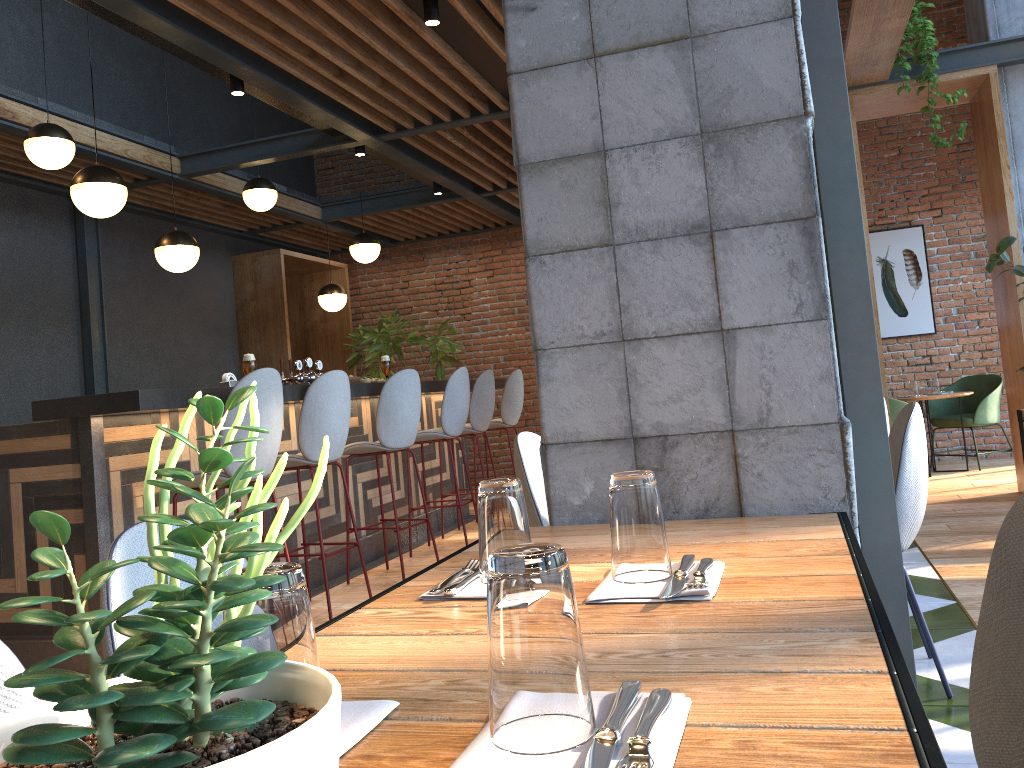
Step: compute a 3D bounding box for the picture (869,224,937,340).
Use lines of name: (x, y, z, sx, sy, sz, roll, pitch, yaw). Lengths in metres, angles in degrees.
picture: (3.778, -1.002, 8.841, 0.724, 1.098, 0.022, -6, -4, 17)

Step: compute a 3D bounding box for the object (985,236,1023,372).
object: (3.656, -0.132, 5.437, 1.064, 1.778, 1.014, -5, -3, -14)

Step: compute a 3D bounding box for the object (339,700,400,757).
object: (-0.198, 0.281, 0.713, 0.157, 0.019, 0.242, -6, -1, 18)

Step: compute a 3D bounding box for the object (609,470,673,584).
object: (0.166, 0.187, 1.177, 0.080, 0.138, 0.080, -4, -3, -19)

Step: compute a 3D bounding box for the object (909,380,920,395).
object: (3.556, 0.037, 7.839, 0.080, 0.138, 0.080, -7, -4, 38)

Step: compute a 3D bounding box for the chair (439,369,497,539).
chair: (-0.343, 0.527, 6.850, 0.507, 1.247, 0.417, -6, -3, 15)

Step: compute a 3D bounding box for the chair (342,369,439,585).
chair: (-0.769, 0.548, 5.383, 0.506, 1.247, 0.418, -7, -4, 28)

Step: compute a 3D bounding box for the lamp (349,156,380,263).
lamp: (-1.454, -2.951, 7.891, 0.267, 3.805, 0.268, -7, -4, 27)

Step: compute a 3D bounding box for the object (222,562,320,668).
object: (-0.188, 0.214, 0.690, 0.080, 0.138, 0.080, -4, -3, -19)

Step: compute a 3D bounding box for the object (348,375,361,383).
object: (-1.073, -0.018, 5.631, 0.167, 0.073, 0.168, -6, -1, 37)

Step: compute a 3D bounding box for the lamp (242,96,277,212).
lamp: (-2.172, -3.267, 7.176, 0.268, 3.805, 0.268, -7, -4, 23)

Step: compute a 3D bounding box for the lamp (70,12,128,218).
lamp: (-2.287, -2.745, 4.665, 0.268, 3.805, 0.268, -6, -4, 19)

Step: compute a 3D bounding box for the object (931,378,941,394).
object: (3.810, 0.015, 7.973, 0.080, 0.138, 0.080, -7, -4, 38)

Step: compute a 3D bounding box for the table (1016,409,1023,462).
table: (3.214, 0.434, 4.179, 1.269, 0.708, 0.657, -6, -2, 17)

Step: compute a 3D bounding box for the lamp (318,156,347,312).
lamp: (-1.839, -2.564, 8.384, 0.267, 3.805, 0.268, -8, -4, 38)

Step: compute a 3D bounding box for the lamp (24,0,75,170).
lamp: (-2.870, -3.148, 5.298, 0.268, 3.805, 0.267, -4, -4, -18)

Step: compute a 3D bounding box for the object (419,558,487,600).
object: (-0.021, 0.272, 1.271, 0.157, 0.019, 0.242, -6, -1, 18)

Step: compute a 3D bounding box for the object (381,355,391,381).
object: (-0.825, -0.097, 5.809, 0.070, 0.183, 0.070, -8, -4, 38)

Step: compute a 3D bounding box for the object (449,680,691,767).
object: (0.039, 0.258, 0.640, 0.157, 0.019, 0.242, -6, -1, 18)

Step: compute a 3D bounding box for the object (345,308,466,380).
object: (-1.179, 0.211, 9.693, 1.513, 2.102, 1.082, -6, -3, 22)

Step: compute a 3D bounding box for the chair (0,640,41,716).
chair: (-0.430, 0.637, 0.741, 0.506, 0.890, 0.418, -6, -3, 23)

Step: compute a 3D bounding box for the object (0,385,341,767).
object: (-0.140, 0.140, 0.345, 0.146, 0.277, 0.145, -5, -3, -2)

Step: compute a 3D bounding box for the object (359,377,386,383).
object: (-0.943, -0.016, 5.861, 0.163, 0.052, 0.292, -6, -1, 26)

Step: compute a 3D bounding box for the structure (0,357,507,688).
structure: (-2.024, 0.597, 6.124, 2.912, 1.400, 4.917, -6, -1, 17)

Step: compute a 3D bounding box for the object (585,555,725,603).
object: (0.188, 0.251, 1.146, 0.157, 0.019, 0.242, -6, -1, 18)

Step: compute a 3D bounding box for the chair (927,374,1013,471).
chair: (4.153, 0.340, 8.061, 0.515, 0.821, 0.636, -4, -3, -24)

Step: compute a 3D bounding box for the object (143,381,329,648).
object: (-0.168, 0.142, 0.468, 0.115, 0.283, 0.127, -6, -3, 13)

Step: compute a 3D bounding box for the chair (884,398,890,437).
chair: (1.389, 0.508, 3.818, 0.507, 0.890, 0.418, -6, -3, 18)

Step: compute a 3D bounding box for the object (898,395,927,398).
object: (3.532, 0.106, 7.844, 0.157, 0.019, 0.242, -5, -1, -25)

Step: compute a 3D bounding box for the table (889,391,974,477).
table: (3.698, 0.446, 7.885, 0.807, 0.689, 0.806, -5, -2, 1)

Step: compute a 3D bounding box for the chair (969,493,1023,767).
chair: (0.493, 0.555, 1.048, 0.507, 0.890, 0.418, -6, -3, 14)

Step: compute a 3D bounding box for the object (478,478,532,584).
object: (-0.011, 0.204, 1.247, 0.080, 0.138, 0.080, -8, -4, 41)

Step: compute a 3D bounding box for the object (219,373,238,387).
object: (-1.179, -0.030, 5.183, 0.321, 0.106, 1.509, -6, -1, 21)

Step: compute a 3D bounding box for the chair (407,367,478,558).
chair: (-0.503, 0.522, 6.099, 0.507, 1.247, 0.417, -6, -3, 13)

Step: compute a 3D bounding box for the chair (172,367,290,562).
chair: (-1.219, 0.570, 3.837, 0.507, 1.247, 0.418, -6, -3, 17)

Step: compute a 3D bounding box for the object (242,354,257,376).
object: (-1.326, -0.065, 4.482, 0.070, 0.178, 0.070, -6, -3, 21)

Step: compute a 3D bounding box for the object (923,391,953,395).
object: (3.842, 0.079, 7.968, 0.157, 0.019, 0.242, -5, -1, -25)

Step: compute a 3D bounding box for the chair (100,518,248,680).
chair: (-0.298, 0.632, 1.301, 0.507, 0.890, 0.417, -6, -3, 13)

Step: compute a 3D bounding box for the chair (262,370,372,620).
chair: (-1.070, 0.567, 4.658, 0.506, 1.247, 0.418, -7, -3, 23)

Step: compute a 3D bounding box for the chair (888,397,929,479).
chair: (3.186, 0.425, 7.708, 0.515, 0.821, 0.636, -4, -3, -19)

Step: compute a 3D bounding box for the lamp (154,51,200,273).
lamp: (-2.290, -2.598, 5.738, 0.268, 3.805, 0.268, -6, -3, 8)

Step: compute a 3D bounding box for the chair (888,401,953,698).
chair: (1.133, 0.520, 2.936, 0.507, 0.890, 0.418, -6, -3, 18)

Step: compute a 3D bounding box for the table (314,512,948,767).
table: (-0.093, 0.661, 0.339, 0.657, 0.767, 2.771, -6, -1, 17)

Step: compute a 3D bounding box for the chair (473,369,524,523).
chair: (-0.110, 0.515, 7.545, 0.507, 1.247, 0.418, -6, -3, 17)

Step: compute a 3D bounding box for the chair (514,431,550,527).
chair: (0.297, 0.601, 3.230, 0.506, 0.890, 0.418, -6, -3, 23)

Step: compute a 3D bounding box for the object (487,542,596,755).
object: (0.017, 0.194, 0.671, 0.080, 0.138, 0.080, -8, -4, 41)

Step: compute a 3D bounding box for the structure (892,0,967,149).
structure: (2.636, -1.992, 5.761, 0.513, 0.971, 0.663, -6, -3, 9)
